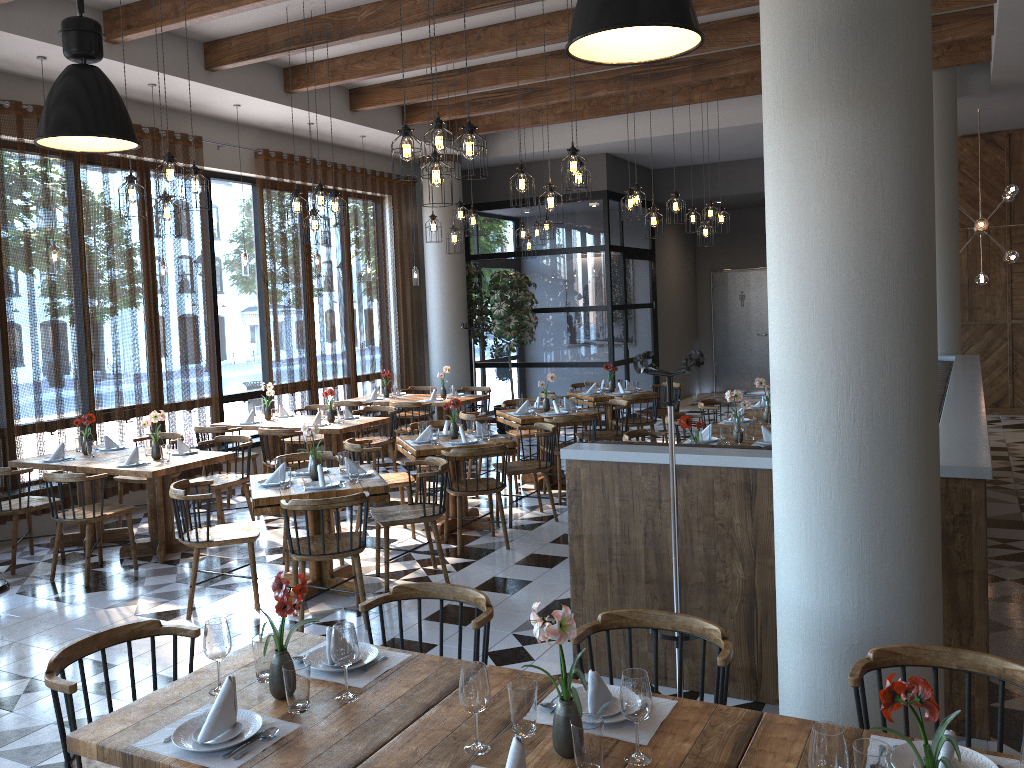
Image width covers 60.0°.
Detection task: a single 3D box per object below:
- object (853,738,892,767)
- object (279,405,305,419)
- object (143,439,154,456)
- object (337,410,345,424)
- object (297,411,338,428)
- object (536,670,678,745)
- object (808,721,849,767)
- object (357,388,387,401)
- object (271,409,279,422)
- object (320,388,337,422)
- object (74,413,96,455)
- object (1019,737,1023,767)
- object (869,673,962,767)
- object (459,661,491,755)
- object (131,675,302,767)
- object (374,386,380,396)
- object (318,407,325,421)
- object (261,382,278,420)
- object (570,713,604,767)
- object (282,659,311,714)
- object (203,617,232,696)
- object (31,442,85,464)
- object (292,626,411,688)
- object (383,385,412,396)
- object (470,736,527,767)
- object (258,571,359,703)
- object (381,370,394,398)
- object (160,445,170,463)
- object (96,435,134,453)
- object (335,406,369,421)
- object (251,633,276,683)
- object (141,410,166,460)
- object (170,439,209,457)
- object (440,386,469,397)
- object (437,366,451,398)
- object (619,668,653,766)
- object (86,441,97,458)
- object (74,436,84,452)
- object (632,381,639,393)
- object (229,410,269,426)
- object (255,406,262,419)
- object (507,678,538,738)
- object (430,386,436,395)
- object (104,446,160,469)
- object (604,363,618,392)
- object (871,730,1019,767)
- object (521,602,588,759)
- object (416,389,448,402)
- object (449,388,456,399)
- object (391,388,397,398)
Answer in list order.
[{"bbox_3d":[0.787,0.855,1.930,0.080,0.132,0.080,-5,4,-32],"label":"object"},{"bbox_3d":[-2.503,0.291,9.724,0.352,0.137,0.272,0,5,28],"label":"object"},{"bbox_3d":[-2.999,0.529,7.322,0.080,0.132,0.080,-2,3,13],"label":"object"},{"bbox_3d":[-1.721,0.332,8.924,0.080,0.132,0.080,-2,3,13],"label":"object"},{"bbox_3d":[-1.954,0.347,8.839,0.352,0.137,0.272,0,5,28],"label":"object"},{"bbox_3d":[0.244,0.830,2.434,0.352,0.137,0.272,0,5,28],"label":"object"},{"bbox_3d":[0.664,0.825,1.856,0.081,0.215,0.081,-1,3,19],"label":"object"},{"bbox_3d":[-1.749,0.130,11.164,0.352,0.137,0.272,0,5,28],"label":"object"},{"bbox_3d":[-2.491,0.329,9.325,0.080,0.132,0.080,-4,4,-27],"label":"object"},{"bbox_3d":[-1.869,0.218,9.027,0.156,0.354,0.171,-2,3,6],"label":"object"},{"bbox_3d":[-3.603,0.427,7.497,0.156,0.354,0.171,-5,4,-40],"label":"object"},{"bbox_3d":[1.061,0.816,1.773,0.081,0.215,0.081,-1,3,19],"label":"object"},{"bbox_3d":[0.816,0.754,1.798,0.171,0.354,0.156,-4,3,-25],"label":"object"},{"bbox_3d":[-0.093,0.821,2.250,0.081,0.215,0.081,-3,3,-9],"label":"object"},{"bbox_3d":[-0.795,0.878,2.383,0.352,0.137,0.272,0,5,28],"label":"object"},{"bbox_3d":[-1.763,0.095,11.589,0.080,0.132,0.080,1,5,42],"label":"object"},{"bbox_3d":[-1.990,0.313,9.266,0.080,0.132,0.080,-2,3,13],"label":"object"},{"bbox_3d":[-2.607,0.183,9.505,0.206,0.399,0.146,0,4,31],"label":"object"},{"bbox_3d":[0.181,0.865,2.104,0.080,0.132,0.080,1,5,42],"label":"object"},{"bbox_3d":[-0.609,0.861,2.514,0.080,0.132,0.080,-4,4,-27],"label":"object"},{"bbox_3d":[-0.882,0.817,2.660,0.081,0.215,0.081,-3,3,-9],"label":"object"},{"bbox_3d":[-3.753,0.560,7.302,0.352,0.137,0.272,0,5,28],"label":"object"},{"bbox_3d":[-0.545,0.826,2.844,0.352,0.137,0.272,0,5,28],"label":"object"},{"bbox_3d":[-1.509,0.078,11.639,0.352,0.137,0.272,0,5,28],"label":"object"},{"bbox_3d":[-0.005,0.882,1.973,0.352,0.137,0.272,0,5,28],"label":"object"},{"bbox_3d":[-0.601,0.741,2.596,0.295,0.354,0.166,0,4,33],"label":"object"},{"bbox_3d":[-1.610,-0.008,11.424,0.156,0.354,0.171,-2,3,4],"label":"object"},{"bbox_3d":[-2.730,0.549,6.980,0.080,0.132,0.080,-2,3,13],"label":"object"},{"bbox_3d":[-3.513,0.507,7.777,0.352,0.137,0.272,0,5,28],"label":"object"},{"bbox_3d":[-1.714,0.295,9.314,0.352,0.137,0.272,0,5,28],"label":"object"},{"bbox_3d":[-0.759,0.847,2.734,0.080,0.132,0.080,-5,4,-32],"label":"object"},{"bbox_3d":[-2.865,0.409,7.099,0.206,0.399,0.146,-3,3,-8],"label":"object"},{"bbox_3d":[-2.724,0.511,7.367,0.352,0.137,0.272,0,5,28],"label":"object"},{"bbox_3d":[-0.720,0.082,11.229,0.352,0.137,0.272,0,5,28],"label":"object"},{"bbox_3d":[-0.834,-0.024,10.989,0.146,0.399,0.207,-1,3,20],"label":"object"},{"bbox_3d":[0.304,0.812,2.166,0.081,0.215,0.081,-1,3,19],"label":"object"},{"bbox_3d":[-3.500,0.545,7.380,0.080,0.132,0.080,-5,4,-37],"label":"object"},{"bbox_3d":[-3.769,0.525,7.722,0.080,0.132,0.080,-5,4,-37],"label":"object"},{"bbox_3d":[1.501,0.035,10.748,0.080,0.132,0.080,-5,4,-37],"label":"object"},{"bbox_3d":[-2.742,0.343,9.249,0.352,0.137,0.272,0,5,28],"label":"object"},{"bbox_3d":[-2.760,0.309,9.666,0.080,0.132,0.080,-4,4,-27],"label":"object"},{"bbox_3d":[0.030,0.851,2.324,0.080,0.132,0.080,-5,4,-32],"label":"object"},{"bbox_3d":[-0.993,0.099,11.189,0.080,0.132,0.080,-2,3,13],"label":"object"},{"bbox_3d":[-2.964,0.564,6.892,0.352,0.137,0.272,0,5,28],"label":"object"},{"bbox_3d":[1.216,-0.079,10.913,0.156,0.354,0.171,-3,3,-15],"label":"object"},{"bbox_3d":[1.000,0.834,2.040,0.352,0.137,0.272,0,5,28],"label":"object"},{"bbox_3d":[0.109,0.725,2.197,0.146,0.399,0.207,-3,3,-14],"label":"object"},{"bbox_3d":[-0.960,0.134,10.754,0.352,0.137,0.272,0,5,28],"label":"object"},{"bbox_3d":[-0.723,0.119,10.847,0.080,0.132,0.080,-2,3,13],"label":"object"},{"bbox_3d":[-1.493,0.115,11.247,0.080,0.132,0.080,1,5,42],"label":"object"}]
